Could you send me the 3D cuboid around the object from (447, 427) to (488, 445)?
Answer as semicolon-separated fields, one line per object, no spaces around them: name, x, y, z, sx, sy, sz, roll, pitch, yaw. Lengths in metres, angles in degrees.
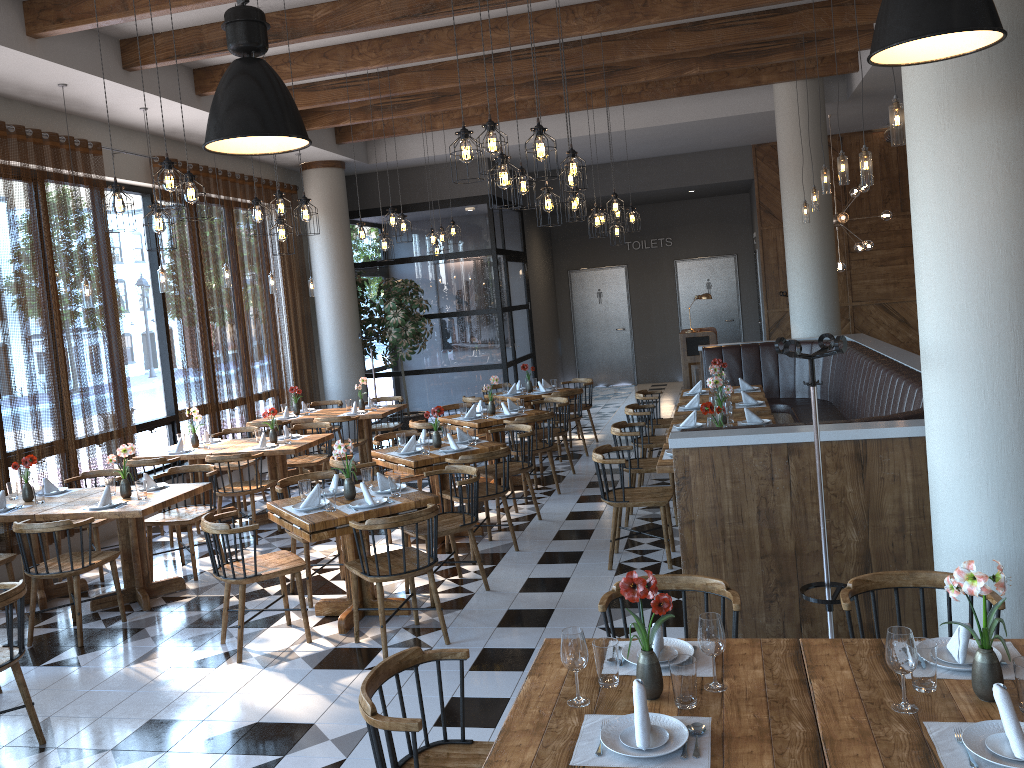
object;-0.405;0.429;7.579;0.272;0.137;0.352;-8;6;-31

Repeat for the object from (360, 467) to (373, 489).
object;-0.979;0.639;6.000;0.080;0.132;0.080;-7;4;-21

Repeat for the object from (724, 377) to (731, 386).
object;2.301;-0.003;9.473;0.080;0.132;0.080;-4;4;14

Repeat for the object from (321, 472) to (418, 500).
object;-1.008;0.653;5.853;0.583;0.137;0.577;-9;6;-31

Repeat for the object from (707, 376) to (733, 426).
object;1.703;0.138;7.226;0.206;0.399;0.147;-4;4;16

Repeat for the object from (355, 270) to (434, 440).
object;-1.924;-0.443;13.118;1.635;2.586;1.383;-5;4;-2

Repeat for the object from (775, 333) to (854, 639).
object;1.438;0.604;4.101;0.375;1.654;0.375;-6;3;-9

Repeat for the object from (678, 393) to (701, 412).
object;1.701;0.159;8.354;0.271;0.137;0.353;-4;5;14

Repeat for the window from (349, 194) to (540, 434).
window;-1.182;-1.134;14.775;2.725;3.540;2.193;-4;4;14

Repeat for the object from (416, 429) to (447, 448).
object;-0.773;0.454;7.664;0.353;0.137;0.272;-8;6;-31

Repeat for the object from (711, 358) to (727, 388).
object;2.198;-0.095;9.363;0.156;0.354;0.171;-5;4;7

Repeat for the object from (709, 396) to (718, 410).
object;1.693;0.212;7.427;0.081;0.215;0.081;-7;4;-23

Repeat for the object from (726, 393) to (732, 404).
object;2.049;0.125;8.401;0.080;0.132;0.080;-4;4;14

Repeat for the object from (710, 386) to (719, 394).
object;1.938;0.087;8.468;0.081;0.215;0.081;-5;3;5

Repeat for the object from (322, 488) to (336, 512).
object;-1.109;0.710;5.399;0.080;0.132;0.080;-6;4;-11

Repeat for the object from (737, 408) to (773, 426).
object;1.955;0.254;7.147;0.271;0.137;0.353;-4;5;14

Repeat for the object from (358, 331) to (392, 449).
object;-1.903;0.101;12.350;0.374;1.654;0.376;-3;4;36

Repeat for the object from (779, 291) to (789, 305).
object;4.516;-0.672;14.225;0.374;1.654;0.376;-3;4;36

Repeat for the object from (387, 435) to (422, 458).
object;-0.853;0.497;7.296;0.272;0.137;0.352;-8;6;-31

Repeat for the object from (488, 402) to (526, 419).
object;-0.062;0.256;9.020;0.353;0.137;0.272;-8;6;-31

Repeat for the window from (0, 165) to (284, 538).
window;-3.987;-0.076;4.605;4.495;3.156;15.165;-6;6;-9

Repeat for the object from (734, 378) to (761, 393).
object;2.459;-0.002;9.289;0.271;0.137;0.353;-4;5;14

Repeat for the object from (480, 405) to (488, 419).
object;-0.275;0.285;8.943;0.080;0.132;0.080;-3;4;29

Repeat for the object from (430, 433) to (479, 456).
object;-0.485;0.472;7.211;0.353;0.137;0.272;-8;6;-31

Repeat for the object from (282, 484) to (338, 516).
object;-1.266;0.706;5.555;0.272;0.137;0.352;-8;6;-31

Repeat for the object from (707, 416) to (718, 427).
object;1.436;0.342;6.336;0.081;0.215;0.081;-4;4;22

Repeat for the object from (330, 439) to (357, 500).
object;-1.070;0.545;5.664;0.206;0.399;0.147;-3;4;33

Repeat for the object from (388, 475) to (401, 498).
object;-0.743;0.652;5.639;0.080;0.132;0.080;-7;4;-21

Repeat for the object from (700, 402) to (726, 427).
object;1.403;0.293;6.151;0.171;0.354;0.156;-4;4;16

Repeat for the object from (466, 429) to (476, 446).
object;-0.334;0.444;7.379;0.080;0.132;0.080;-4;4;19

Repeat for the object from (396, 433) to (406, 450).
object;-0.938;0.487;7.511;0.080;0.132;0.080;-4;4;19

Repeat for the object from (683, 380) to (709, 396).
object;1.952;0.032;9.420;0.271;0.137;0.353;-4;5;14

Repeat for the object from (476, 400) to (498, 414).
object;-0.350;0.238;9.474;0.353;0.137;0.272;-8;6;-31

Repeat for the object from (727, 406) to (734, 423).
object;1.797;0.253;7.332;0.080;0.132;0.080;-4;4;14

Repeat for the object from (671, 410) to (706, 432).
object;1.448;0.288;7.278;0.271;0.137;0.353;-4;5;14

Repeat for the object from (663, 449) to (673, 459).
object;1.191;0.419;6.188;0.271;0.137;0.353;-4;5;14

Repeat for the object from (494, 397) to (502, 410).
object;-0.146;0.214;9.544;0.080;0.132;0.080;-3;4;29

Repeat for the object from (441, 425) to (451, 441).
object;-0.570;0.431;7.739;0.080;0.132;0.080;-4;4;19

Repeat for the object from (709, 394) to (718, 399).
object;1.873;0.161;8.203;0.080;0.132;0.080;-5;4;-1

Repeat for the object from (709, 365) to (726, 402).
object;1.927;0.012;8.298;0.146;0.399;0.207;-4;4;21

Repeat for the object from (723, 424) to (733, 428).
object;1.453;0.380;5.931;0.081;0.215;0.081;-6;4;-17

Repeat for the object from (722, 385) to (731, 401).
object;1.962;0.121;8.094;0.081;0.215;0.081;-2;5;45

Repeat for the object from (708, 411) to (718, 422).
object;1.616;0.292;7.108;0.080;0.132;0.080;-4;4;19

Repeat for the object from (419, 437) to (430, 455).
object;-0.700;0.501;7.138;0.080;0.132;0.080;-3;4;29

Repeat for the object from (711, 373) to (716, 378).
object;2.190;-0.041;9.540;0.081;0.215;0.081;-5;3;5

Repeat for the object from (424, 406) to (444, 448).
object;-0.634;0.358;7.394;0.156;0.354;0.171;-7;4;-21

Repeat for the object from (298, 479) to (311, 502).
object;-1.347;0.695;5.772;0.080;0.132;0.080;-6;4;-11

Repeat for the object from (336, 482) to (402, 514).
object;-0.898;0.681;5.470;0.353;0.137;0.272;-8;6;-31

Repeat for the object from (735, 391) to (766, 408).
object;2.208;0.126;8.223;0.271;0.137;0.353;-4;5;14

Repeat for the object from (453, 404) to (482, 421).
object;-0.430;0.281;9.106;0.272;0.137;0.352;-8;6;-31

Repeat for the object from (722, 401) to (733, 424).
object;1.711;0.249;7.025;0.081;0.215;0.081;-7;4;-23

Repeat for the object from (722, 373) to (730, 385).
object;2.214;-0.007;9.166;0.081;0.215;0.081;-2;5;45

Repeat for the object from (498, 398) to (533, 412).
object;0.018;0.212;9.388;0.272;0.137;0.352;-8;6;-31
